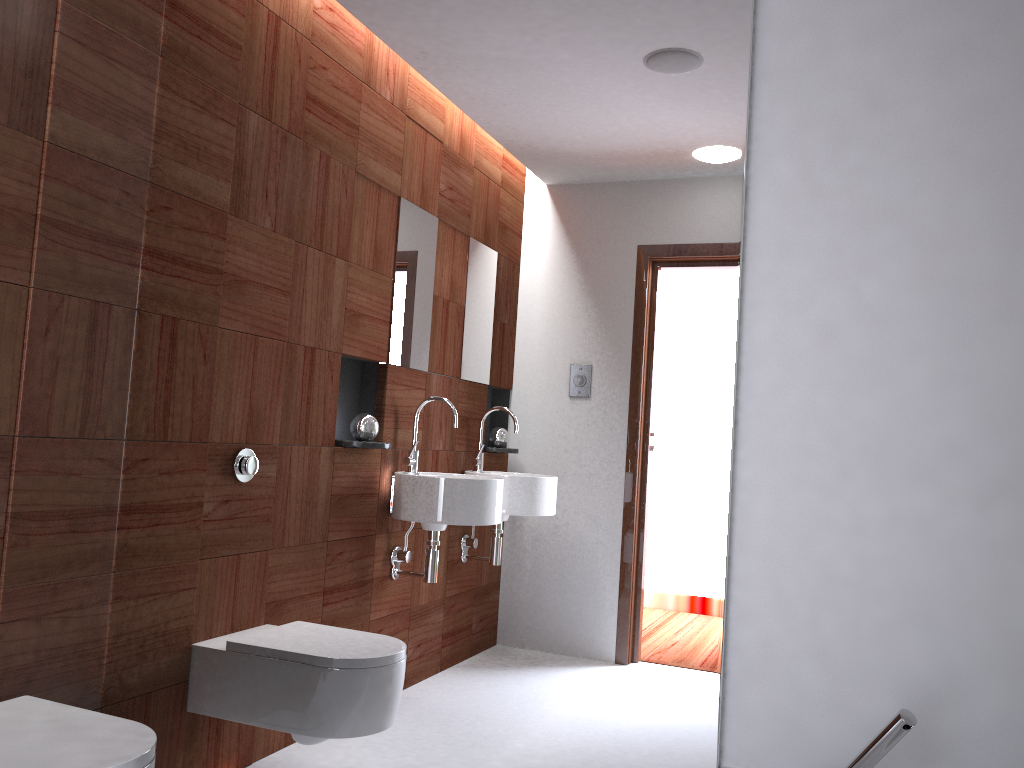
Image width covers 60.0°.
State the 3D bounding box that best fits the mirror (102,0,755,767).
[{"bbox_3d":[-0.247,-0.109,1.900,1.433,2.183,0.019,2,-4,22],"label":"mirror"}]

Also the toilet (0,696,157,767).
[{"bbox_3d":[-0.901,0.761,1.571,0.547,0.284,0.329,2,-4,22],"label":"toilet"}]

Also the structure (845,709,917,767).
[{"bbox_3d":[0.524,0.598,1.365,0.112,0.257,0.239,6,-5,-37],"label":"structure"}]
